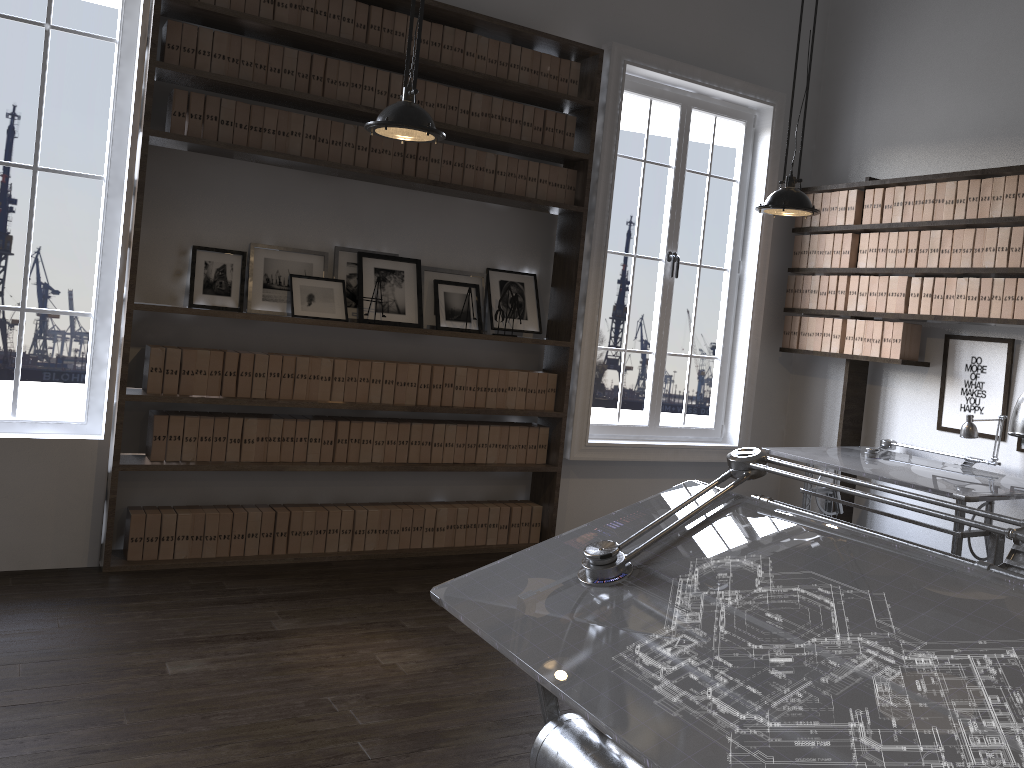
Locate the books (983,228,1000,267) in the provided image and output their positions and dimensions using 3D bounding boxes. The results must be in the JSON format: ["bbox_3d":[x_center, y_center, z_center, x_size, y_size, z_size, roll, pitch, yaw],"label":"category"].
[{"bbox_3d":[2.688,-0.737,4.880,0.174,0.225,0.067,4,2,-30],"label":"books"}]

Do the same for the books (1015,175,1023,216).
[{"bbox_3d":[2.787,-0.996,4.740,0.174,0.225,0.067,4,2,-30],"label":"books"}]

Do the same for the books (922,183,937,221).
[{"bbox_3d":[2.515,-1.058,5.225,0.174,0.225,0.067,4,2,-30],"label":"books"}]

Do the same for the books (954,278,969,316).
[{"bbox_3d":[2.591,-0.480,5.009,0.174,0.225,0.067,4,2,-30],"label":"books"}]

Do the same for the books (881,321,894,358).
[{"bbox_3d":[2.347,-0.262,5.409,0.174,0.225,0.067,4,2,-30],"label":"books"}]

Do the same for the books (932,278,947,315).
[{"bbox_3d":[2.525,-0.495,5.131,0.174,0.225,0.067,4,2,-30],"label":"books"}]

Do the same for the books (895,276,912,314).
[{"bbox_3d":[2.403,-0.530,5.338,0.174,0.225,0.067,4,2,-30],"label":"books"}]

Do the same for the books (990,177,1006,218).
[{"bbox_3d":[2.719,-1.012,4.868,0.174,0.225,0.067,4,2,-30],"label":"books"}]

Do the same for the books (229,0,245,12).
[{"bbox_3d":[-1.367,-1.909,4.370,0.066,0.225,0.175,5,2,-30],"label":"books"}]

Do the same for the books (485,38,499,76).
[{"bbox_3d":[-0.152,-1.838,5.062,0.066,0.225,0.175,5,2,-30],"label":"books"}]

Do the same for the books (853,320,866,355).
[{"bbox_3d":[2.246,-0.284,5.580,0.174,0.225,0.067,4,2,-30],"label":"books"}]

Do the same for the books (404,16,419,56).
[{"bbox_3d":[-0.577,-1.862,4.815,0.066,0.225,0.175,5,2,-30],"label":"books"}]

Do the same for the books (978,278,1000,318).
[{"bbox_3d":[2.659,-0.464,4.881,0.174,0.225,0.067,4,2,-30],"label":"books"}]

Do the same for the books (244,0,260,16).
[{"bbox_3d":[-1.306,-1.905,4.403,0.066,0.225,0.175,5,2,-30],"label":"books"}]

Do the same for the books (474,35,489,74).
[{"bbox_3d":[-0.211,-1.841,5.024,0.066,0.225,0.175,5,2,-30],"label":"books"}]

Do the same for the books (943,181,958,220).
[{"bbox_3d":[2.581,-1.043,5.113,0.174,0.225,0.067,4,2,-30],"label":"books"}]

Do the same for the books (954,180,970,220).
[{"bbox_3d":[2.615,-1.035,5.049,0.174,0.225,0.067,4,2,-30],"label":"books"}]

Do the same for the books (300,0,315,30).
[{"bbox_3d":[-1.067,-1.891,4.533,0.067,0.225,0.175,5,2,-30],"label":"books"}]

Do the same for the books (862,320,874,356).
[{"bbox_3d":[2.278,-0.277,5.527,0.174,0.225,0.067,4,2,-30],"label":"books"}]

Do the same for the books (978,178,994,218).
[{"bbox_3d":[2.688,-1.019,4.930,0.174,0.225,0.067,4,2,-30],"label":"books"}]

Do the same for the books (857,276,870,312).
[{"bbox_3d":[2.270,-0.560,5.581,0.174,0.225,0.067,4,2,-30],"label":"books"}]

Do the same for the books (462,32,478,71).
[{"bbox_3d":[-0.272,-1.844,4.985,0.066,0.225,0.175,5,2,-30],"label":"books"}]

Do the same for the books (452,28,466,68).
[{"bbox_3d":[-0.335,-1.848,4.949,0.067,0.225,0.175,5,2,-30],"label":"books"}]

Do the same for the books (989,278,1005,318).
[{"bbox_3d":[2.694,-0.456,4.828,0.174,0.225,0.067,4,2,-30],"label":"books"}]

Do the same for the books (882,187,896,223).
[{"bbox_3d":[2.383,-1.089,5.472,0.174,0.225,0.067,4,2,-30],"label":"books"}]

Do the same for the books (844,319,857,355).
[{"bbox_3d":[2.209,-0.292,5.643,0.174,0.225,0.067,4,2,-30],"label":"books"}]

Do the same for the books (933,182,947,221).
[{"bbox_3d":[2.552,-1.050,5.169,0.174,0.225,0.067,4,2,-30],"label":"books"}]

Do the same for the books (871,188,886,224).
[{"bbox_3d":[2.342,-1.098,5.534,0.174,0.225,0.067,4,2,-30],"label":"books"}]

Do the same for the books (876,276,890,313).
[{"bbox_3d":[2.340,-0.545,5.461,0.174,0.225,0.067,4,2,-30],"label":"books"}]

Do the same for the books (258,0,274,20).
[{"bbox_3d":[-1.243,-1.901,4.434,0.067,0.225,0.175,5,2,-30],"label":"books"}]

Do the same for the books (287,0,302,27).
[{"bbox_3d":[-1.127,-1.895,4.504,0.066,0.225,0.175,5,2,-30],"label":"books"}]

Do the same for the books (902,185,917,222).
[{"bbox_3d":[2.452,-1.073,5.348,0.174,0.225,0.067,4,2,-30],"label":"books"}]

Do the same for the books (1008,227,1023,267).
[{"bbox_3d":[2.760,-0.721,4.757,0.174,0.225,0.067,4,2,-30],"label":"books"}]

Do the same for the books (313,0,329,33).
[{"bbox_3d":[-1.012,-1.888,4.571,0.066,0.225,0.175,5,2,-30],"label":"books"}]

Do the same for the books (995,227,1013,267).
[{"bbox_3d":[2.722,-0.729,4.816,0.174,0.225,0.067,4,2,-30],"label":"books"}]

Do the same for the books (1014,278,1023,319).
[{"bbox_3d":[2.760,-0.441,4.705,0.174,0.225,0.067,4,2,-30],"label":"books"}]

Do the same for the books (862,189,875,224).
[{"bbox_3d":[2.310,-1.106,5.601,0.174,0.225,0.067,4,2,-30],"label":"books"}]

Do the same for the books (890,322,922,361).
[{"bbox_3d":[2.379,-0.254,5.347,0.174,0.225,0.067,4,2,-30],"label":"books"}]

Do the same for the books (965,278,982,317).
[{"bbox_3d":[2.624,-0.472,4.944,0.174,0.225,0.067,4,2,-30],"label":"books"}]

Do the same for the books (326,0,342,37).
[{"bbox_3d":[-0.950,-1.884,4.606,0.066,0.225,0.175,5,2,-30],"label":"books"}]

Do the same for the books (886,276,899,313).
[{"bbox_3d":[2.376,-0.536,5.395,0.174,0.225,0.067,4,2,-30],"label":"books"}]

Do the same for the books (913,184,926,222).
[{"bbox_3d":[2.487,-1.065,5.286,0.174,0.225,0.067,4,2,-30],"label":"books"}]

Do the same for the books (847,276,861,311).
[{"bbox_3d":[2.232,-0.569,5.643,0.174,0.225,0.067,4,2,-30],"label":"books"}]

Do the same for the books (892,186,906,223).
[{"bbox_3d":[2.414,-1.081,5.407,0.174,0.225,0.067,4,2,-30],"label":"books"}]

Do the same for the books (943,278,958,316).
[{"bbox_3d":[2.561,-0.487,5.071,0.174,0.225,0.067,4,2,-30],"label":"books"}]

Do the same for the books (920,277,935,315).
[{"bbox_3d":[2.487,-0.503,5.190,0.174,0.225,0.067,4,2,-30],"label":"books"}]

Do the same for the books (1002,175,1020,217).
[{"bbox_3d":[2.752,-1.004,4.803,0.174,0.225,0.067,4,2,-30],"label":"books"}]

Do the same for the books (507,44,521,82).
[{"bbox_3d":[-0.028,-1.830,5.126,0.067,0.225,0.175,5,2,-30],"label":"books"}]

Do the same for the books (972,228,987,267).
[{"bbox_3d":[2.659,-0.744,4.935,0.174,0.225,0.067,4,2,-30],"label":"books"}]

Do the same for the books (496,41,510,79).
[{"bbox_3d":[-0.091,-1.834,5.094,0.066,0.225,0.175,5,2,-30],"label":"books"}]

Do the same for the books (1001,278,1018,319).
[{"bbox_3d":[2.728,-0.449,4.772,0.174,0.225,0.067,4,2,-30],"label":"books"}]

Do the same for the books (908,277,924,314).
[{"bbox_3d":[2.449,-0.512,5.262,0.174,0.225,0.067,4,2,-30],"label":"books"}]

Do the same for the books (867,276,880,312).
[{"bbox_3d":[2.307,-0.552,5.522,0.174,0.225,0.067,4,2,-30],"label":"books"}]

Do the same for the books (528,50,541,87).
[{"bbox_3d":[0.087,-1.824,5.195,0.066,0.225,0.175,5,2,-30],"label":"books"}]

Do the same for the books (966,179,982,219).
[{"bbox_3d":[2.653,-1.027,4.990,0.174,0.225,0.067,4,2,-30],"label":"books"}]

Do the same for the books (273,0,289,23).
[{"bbox_3d":[-1.181,-1.897,4.472,0.066,0.225,0.175,5,2,-30],"label":"books"}]

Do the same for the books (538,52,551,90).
[{"bbox_3d":[0.148,-1.820,5.224,0.067,0.225,0.175,5,2,-30],"label":"books"}]

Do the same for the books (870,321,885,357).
[{"bbox_3d":[2.307,-0.270,5.466,0.174,0.225,0.067,4,2,-30],"label":"books"}]

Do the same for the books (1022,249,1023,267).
[{"bbox_3d":[2.795,-0.713,4.697,0.174,0.225,0.067,4,2,-30],"label":"books"}]

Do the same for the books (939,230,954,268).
[{"bbox_3d":[2.559,-0.767,5.114,0.174,0.225,0.067,4,2,-30],"label":"books"}]
